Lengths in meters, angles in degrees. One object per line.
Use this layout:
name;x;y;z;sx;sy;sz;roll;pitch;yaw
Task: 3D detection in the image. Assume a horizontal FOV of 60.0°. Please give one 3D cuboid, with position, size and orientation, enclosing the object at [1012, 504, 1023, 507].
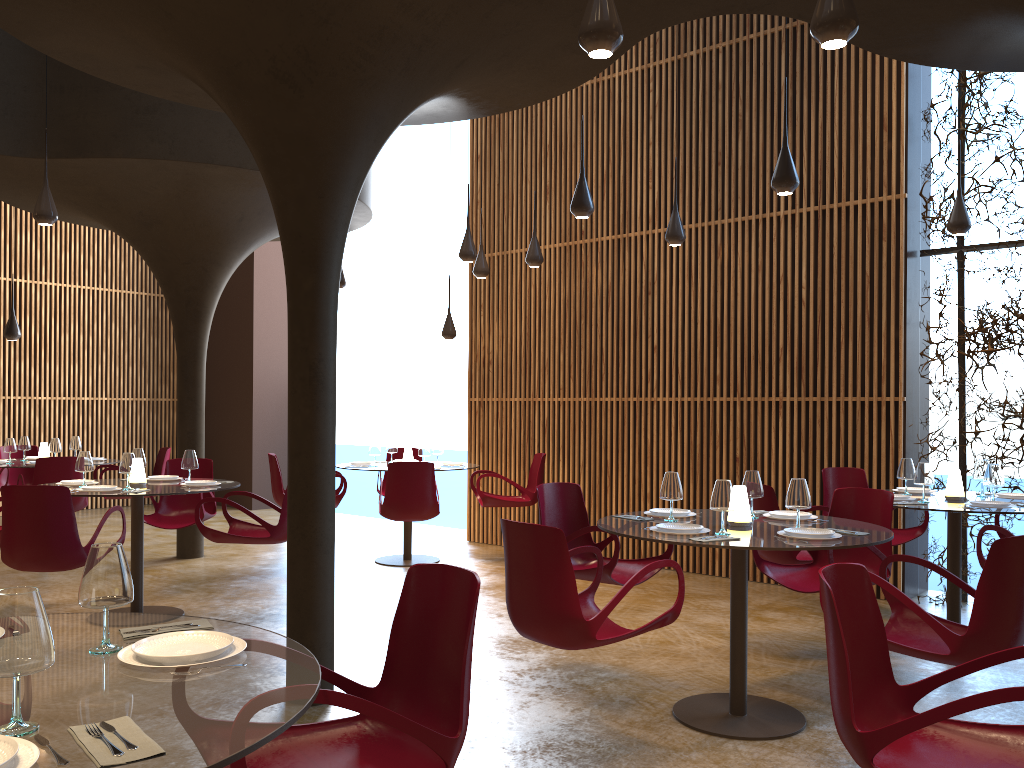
object;3.708;0.877;6.345;0.126;0.017;0.262;1;-2;-9

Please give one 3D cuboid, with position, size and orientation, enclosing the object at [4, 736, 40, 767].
object;-1.049;0.707;1.615;0.332;0.014;0.332;0;-2;23

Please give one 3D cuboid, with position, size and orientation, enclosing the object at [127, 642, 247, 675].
object;-0.894;0.732;2.419;0.204;0.012;0.411;2;-2;-37

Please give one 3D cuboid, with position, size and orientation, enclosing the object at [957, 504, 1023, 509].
object;3.403;0.868;6.317;0.410;0.012;0.204;1;-2;-13

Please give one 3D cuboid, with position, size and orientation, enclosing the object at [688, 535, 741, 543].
object;1.060;0.812;4.641;0.262;0.017;0.126;1;-2;-29

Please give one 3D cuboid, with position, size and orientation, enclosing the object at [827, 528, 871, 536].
object;1.843;0.825;4.936;0.126;0.017;0.262;2;-2;-39

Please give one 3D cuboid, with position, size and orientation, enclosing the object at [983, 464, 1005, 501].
object;3.538;0.736;6.512;0.142;0.295;0.142;0;0;-10

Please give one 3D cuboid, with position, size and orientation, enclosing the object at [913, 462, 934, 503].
object;3.077;0.736;6.623;0.142;0.295;0.142;1;0;-34

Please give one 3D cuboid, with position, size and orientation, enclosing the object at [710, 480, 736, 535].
object;1.157;0.674;4.860;0.142;0.295;0.142;0;0;15

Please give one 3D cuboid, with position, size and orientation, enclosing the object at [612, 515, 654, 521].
object;0.749;0.833;5.506;0.126;0.017;0.262;1;-2;-34

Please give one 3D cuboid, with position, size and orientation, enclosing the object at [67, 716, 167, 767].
object;-0.801;0.721;1.789;0.126;0.017;0.262;2;-2;-39

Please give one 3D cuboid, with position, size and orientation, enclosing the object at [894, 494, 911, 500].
object;2.907;0.866;6.783;0.263;0.029;0.263;0;-2;1

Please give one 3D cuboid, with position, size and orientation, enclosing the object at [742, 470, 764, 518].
object;1.518;0.697;5.607;0.142;0.295;0.142;0;0;-11

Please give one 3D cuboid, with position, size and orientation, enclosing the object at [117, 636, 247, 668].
object;-0.897;0.730;2.422;0.332;0.014;0.332;1;-2;-23

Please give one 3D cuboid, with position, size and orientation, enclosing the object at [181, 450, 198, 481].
object;-2.818;0.725;7.751;0.142;0.295;0.142;0;0;-7

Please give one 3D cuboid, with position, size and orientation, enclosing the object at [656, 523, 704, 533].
object;0.930;0.802;4.914;0.263;0.029;0.263;1;-2;-26

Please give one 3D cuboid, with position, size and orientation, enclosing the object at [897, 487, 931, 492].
object;3.349;0.886;7.391;0.263;0.029;0.263;0;-2;12

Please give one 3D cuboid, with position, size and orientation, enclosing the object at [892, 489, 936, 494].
object;3.349;0.896;7.391;0.332;0.014;0.332;0;-2;21

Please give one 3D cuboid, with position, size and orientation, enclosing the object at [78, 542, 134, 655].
object;-1.126;0.593;2.461;0.142;0.295;0.142;0;0;-11

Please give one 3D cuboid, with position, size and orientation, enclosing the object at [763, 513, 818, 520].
object;1.747;0.835;5.568;0.332;0.014;0.332;1;-2;-23

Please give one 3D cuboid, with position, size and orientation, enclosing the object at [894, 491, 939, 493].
object;3.354;0.897;7.392;0.410;0.012;0.204;1;-2;-9

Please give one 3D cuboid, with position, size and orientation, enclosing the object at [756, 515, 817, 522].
object;1.750;0.836;5.565;0.204;0.012;0.411;2;-2;-37

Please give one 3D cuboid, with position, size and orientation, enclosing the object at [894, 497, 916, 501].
object;2.907;0.876;6.783;0.332;0.014;0.332;2;-2;-41

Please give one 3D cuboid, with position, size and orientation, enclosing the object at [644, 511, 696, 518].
object;1.009;0.832;5.662;0.332;0.014;0.332;-1;-2;33

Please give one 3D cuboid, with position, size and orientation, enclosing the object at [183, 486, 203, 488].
object;-2.661;0.860;7.575;0.204;0.012;0.411;0;-2;1

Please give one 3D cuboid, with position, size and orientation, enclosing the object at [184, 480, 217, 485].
object;-2.661;0.849;7.579;0.263;0.029;0.263;0;-2;12

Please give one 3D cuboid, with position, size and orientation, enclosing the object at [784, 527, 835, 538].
object;1.596;0.802;4.761;0.263;0.029;0.263;-1;-2;42

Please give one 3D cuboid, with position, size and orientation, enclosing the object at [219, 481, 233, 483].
object;-2.617;0.874;7.878;0.262;0.017;0.126;0;-2;5

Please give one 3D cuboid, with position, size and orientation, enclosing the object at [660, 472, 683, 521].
object;0.977;0.689;5.431;0.142;0.295;0.142;0;0;32

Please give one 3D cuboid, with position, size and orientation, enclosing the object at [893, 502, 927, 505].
object;2.883;0.875;6.482;0.262;0.017;0.126;0;-2;1

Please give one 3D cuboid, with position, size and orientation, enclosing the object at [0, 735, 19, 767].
object;-1.049;0.698;1.615;0.263;0.029;0.263;-1;-2;42

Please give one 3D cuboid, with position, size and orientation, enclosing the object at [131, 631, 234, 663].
object;-0.897;0.721;2.422;0.263;0.029;0.263;2;-2;-42

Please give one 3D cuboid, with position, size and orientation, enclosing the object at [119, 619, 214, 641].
object;-1.046;0.744;2.686;0.262;0.017;0.126;1;-2;-33

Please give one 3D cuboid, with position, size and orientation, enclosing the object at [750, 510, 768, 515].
object;1.598;0.848;5.832;0.262;0.017;0.126;1;-2;-33

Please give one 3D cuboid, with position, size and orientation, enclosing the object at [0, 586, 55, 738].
object;-1.032;0.577;1.848;0.142;0.295;0.142;0;0;-17

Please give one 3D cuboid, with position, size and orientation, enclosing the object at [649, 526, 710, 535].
object;0.930;0.811;4.914;0.332;0.014;0.332;1;-2;-19

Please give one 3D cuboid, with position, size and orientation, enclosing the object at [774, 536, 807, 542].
object;1.593;0.813;4.758;0.411;0.012;0.204;2;-2;-43

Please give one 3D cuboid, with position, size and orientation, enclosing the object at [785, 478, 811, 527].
object;1.612;0.681;4.994;0.142;0.295;0.142;0;0;28

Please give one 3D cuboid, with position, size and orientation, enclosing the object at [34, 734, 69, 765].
object;-1.052;0.709;1.612;0.411;0.012;0.204;2;-2;-43

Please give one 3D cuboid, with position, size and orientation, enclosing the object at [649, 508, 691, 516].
object;1.009;0.822;5.662;0.263;0.029;0.263;2;-2;-41

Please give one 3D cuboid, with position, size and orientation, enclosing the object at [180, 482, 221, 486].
object;-2.661;0.859;7.579;0.332;0.014;0.332;1;-2;-33

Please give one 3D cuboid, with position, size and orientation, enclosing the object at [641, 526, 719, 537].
object;0.927;0.813;4.918;0.204;0.012;0.411;1;-2;-33

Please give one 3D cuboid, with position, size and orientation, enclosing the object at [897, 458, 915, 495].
object;3.207;0.753;7.208;0.142;0.295;0.142;0;0;40

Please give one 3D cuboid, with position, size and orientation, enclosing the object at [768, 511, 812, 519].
object;1.747;0.825;5.568;0.263;0.029;0.263;-1;-2;41

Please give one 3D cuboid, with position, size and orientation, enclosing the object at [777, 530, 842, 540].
object;1.596;0.812;4.761;0.332;0.014;0.332;0;-2;23

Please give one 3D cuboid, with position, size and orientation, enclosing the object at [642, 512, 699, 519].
object;1.012;0.833;5.665;0.411;0.012;0.204;2;-2;-39
